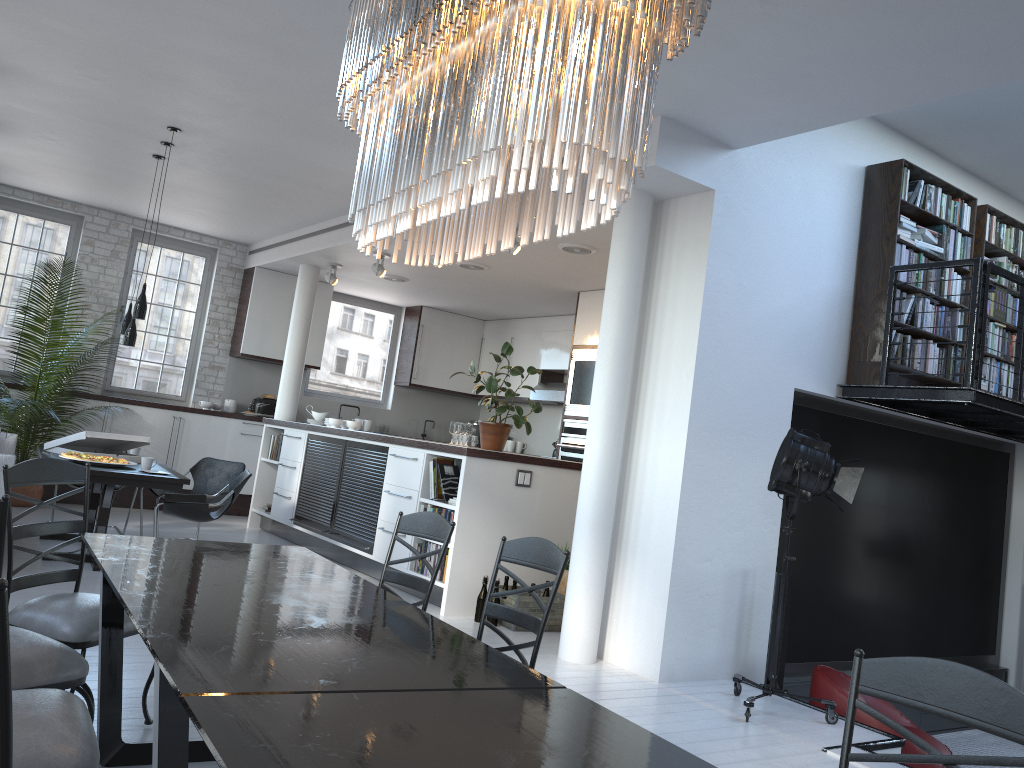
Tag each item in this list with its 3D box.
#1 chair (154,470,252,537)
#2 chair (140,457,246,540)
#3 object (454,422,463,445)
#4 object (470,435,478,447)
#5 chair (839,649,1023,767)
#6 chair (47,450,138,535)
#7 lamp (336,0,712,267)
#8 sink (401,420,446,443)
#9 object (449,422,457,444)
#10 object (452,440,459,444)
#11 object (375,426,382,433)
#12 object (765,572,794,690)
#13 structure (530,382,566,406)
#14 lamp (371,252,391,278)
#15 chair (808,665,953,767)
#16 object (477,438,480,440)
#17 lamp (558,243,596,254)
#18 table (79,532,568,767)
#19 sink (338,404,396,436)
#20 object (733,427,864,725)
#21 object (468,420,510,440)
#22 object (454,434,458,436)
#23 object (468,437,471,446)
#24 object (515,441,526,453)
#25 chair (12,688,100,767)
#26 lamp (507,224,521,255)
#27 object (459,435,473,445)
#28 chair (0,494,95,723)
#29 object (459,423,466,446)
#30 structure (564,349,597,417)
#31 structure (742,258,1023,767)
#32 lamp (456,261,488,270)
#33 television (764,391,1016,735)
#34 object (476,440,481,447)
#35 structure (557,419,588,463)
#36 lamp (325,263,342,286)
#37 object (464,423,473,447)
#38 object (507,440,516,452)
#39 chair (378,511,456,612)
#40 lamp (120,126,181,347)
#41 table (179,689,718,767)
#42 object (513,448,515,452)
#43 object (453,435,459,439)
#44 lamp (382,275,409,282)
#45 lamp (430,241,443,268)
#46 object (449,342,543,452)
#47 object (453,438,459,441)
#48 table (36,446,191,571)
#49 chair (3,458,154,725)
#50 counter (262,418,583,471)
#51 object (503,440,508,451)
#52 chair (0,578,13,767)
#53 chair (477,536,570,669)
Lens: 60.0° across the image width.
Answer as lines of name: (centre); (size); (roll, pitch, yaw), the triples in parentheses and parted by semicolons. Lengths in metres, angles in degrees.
chair: (-2.417, 1.027, 6.852); (0.663, 0.781, 0.670); (10, -6, -20)
chair: (-2.796, 1.046, 7.826); (0.672, 0.781, 0.661); (6, -6, 20)
object: (-0.523, 0.486, 8.631); (0.082, 0.224, 0.083); (14, -9, -43)
object: (-0.529, 0.809, 12.511); (0.108, 0.153, 0.138); (12, -7, -36)
chair: (0.562, 0.956, 1.456); (0.502, 0.968, 0.496); (11, -7, -27)
chair: (-3.753, 0.921, 7.939); (0.668, 0.781, 0.664); (11, -6, -30)
lamp: (0.005, -1.132, 2.076); (0.439, 1.633, 1.272); (12, -7, -30)
sink: (-1.197, 0.702, 12.279); (0.912, 0.415, 0.433); (11, -6, -35)
object: (-0.581, 0.484, 8.716); (0.082, 0.224, 0.082); (8, -6, 2)
object: (-0.786, 0.840, 12.748); (0.153, 0.056, 0.152); (7, -5, 8)
object: (-1.790, 0.613, 11.856); (0.094, 0.098, 0.093); (4, -7, 38)
object: (1.637, 1.802, 5.551); (0.157, 1.226, 0.156); (3, -8, 35)
structure: (0.752, 0.129, 11.101); (0.520, 0.251, 1.042); (11, -5, -35)
lamp: (-1.342, -1.200, 8.999); (0.182, 0.239, 0.183); (11, -7, -31)
chair: (2.183, 2.120, 5.261); (0.831, 0.714, 0.826); (4, -6, 34)
object: (-0.445, 0.808, 12.348); (0.094, 0.098, 0.094); (10, -6, -18)
lamp: (0.556, -1.153, 7.575); (0.327, 0.025, 0.328); (11, -5, -37)
table: (-0.801, 0.982, 2.686); (0.888, 0.699, 1.995); (11, -5, -30)
sink: (-1.733, 0.523, 10.117); (0.646, 0.521, 0.546); (11, -6, -35)
object: (1.611, 1.043, 4.941); (0.545, 1.585, 0.608); (7, -6, 9)
object: (-0.327, 0.732, 12.627); (0.242, 0.376, 0.875); (13, -6, -39)
object: (-0.776, 0.742, 12.756); (0.154, 0.075, 0.152); (6, -5, 22)
object: (-0.595, 0.809, 12.639); (0.109, 0.153, 0.137); (6, -6, 18)
object: (0.105, 0.867, 12.102); (0.138, 0.153, 0.109); (11, -6, -27)
chair: (-1.214, 0.754, 2.077); (0.501, 0.968, 0.496); (11, -7, -31)
lamp: (0.008, -1.152, 7.103); (0.182, 0.239, 0.183); (11, -7, -31)
object: (-0.669, 0.789, 12.517); (0.134, 0.153, 0.250); (12, -6, -33)
chair: (-1.540, 0.747, 2.598); (0.497, 0.968, 0.500); (6, -6, 22)
object: (-0.489, 0.499, 8.736); (0.083, 0.224, 0.082); (2, -9, 45)
structure: (1.281, 0.065, 9.270); (0.953, 0.707, 1.032); (11, -6, -35)
structure: (4.170, 1.018, 4.813); (4.598, 3.367, 4.489); (11, -6, -35)
lamp: (-0.404, -1.187, 8.923); (0.327, 0.025, 0.328); (10, -5, -30)
television: (3.027, 1.480, 6.857); (3.340, 2.436, 0.116); (11, -7, -35)
object: (-0.450, 0.837, 12.342); (0.094, 0.098, 0.094); (10, -6, -18)
structure: (1.109, 0.950, 9.134); (1.020, 1.031, 1.049); (12, -6, -35)
lamp: (-2.016, -1.224, 9.947); (0.182, 0.239, 0.183); (11, -7, -31)
object: (-0.434, 0.501, 8.662); (0.082, 0.224, 0.082); (13, -8, -40)
object: (-0.018, 0.845, 12.041); (0.108, 0.153, 0.138); (10, -6, -20)
chair: (-0.549, 0.928, 3.168); (0.501, 0.968, 0.496); (12, -7, -35)
lamp: (-2.936, -1.219, 7.179); (0.113, 1.860, 1.054); (11, -7, -28)
table: (0.223, 0.998, 0.967); (0.888, 0.699, 1.995); (11, -5, -30)
object: (0.019, 0.862, 12.204); (0.138, 0.153, 0.108); (5, -6, 27)
object: (-0.779, 0.775, 12.751); (0.153, 0.063, 0.152); (8, -5, -6)
lamp: (-1.362, -1.221, 10.269); (0.329, 0.025, 0.327); (6, -5, 30)
lamp: (-0.667, -1.176, 8.051); (0.182, 0.239, 0.183); (11, -7, -31)
object: (-0.121, 0.095, 7.221); (0.776, 0.894, 0.434); (6, -6, 23)
object: (-0.782, 0.804, 12.749); (0.153, 0.074, 0.153); (11, -5, -32)
table: (-3.232, 0.955, 6.931); (0.956, 0.706, 1.916); (11, -5, -29)
chair: (-1.610, 0.788, 3.286); (0.504, 0.968, 0.493); (6, -6, 18)
counter: (-0.966, 0.555, 8.502); (1.441, 0.061, 4.201); (11, -5, -35)
object: (-0.082, 0.843, 12.128); (0.138, 0.153, 0.108); (9, -6, -13)
chair: (-0.765, 0.773, 1.555); (0.501, 0.959, 0.490); (12, -7, -36)
chair: (-0.161, 0.951, 2.754); (0.501, 0.968, 0.496); (11, -7, -30)
